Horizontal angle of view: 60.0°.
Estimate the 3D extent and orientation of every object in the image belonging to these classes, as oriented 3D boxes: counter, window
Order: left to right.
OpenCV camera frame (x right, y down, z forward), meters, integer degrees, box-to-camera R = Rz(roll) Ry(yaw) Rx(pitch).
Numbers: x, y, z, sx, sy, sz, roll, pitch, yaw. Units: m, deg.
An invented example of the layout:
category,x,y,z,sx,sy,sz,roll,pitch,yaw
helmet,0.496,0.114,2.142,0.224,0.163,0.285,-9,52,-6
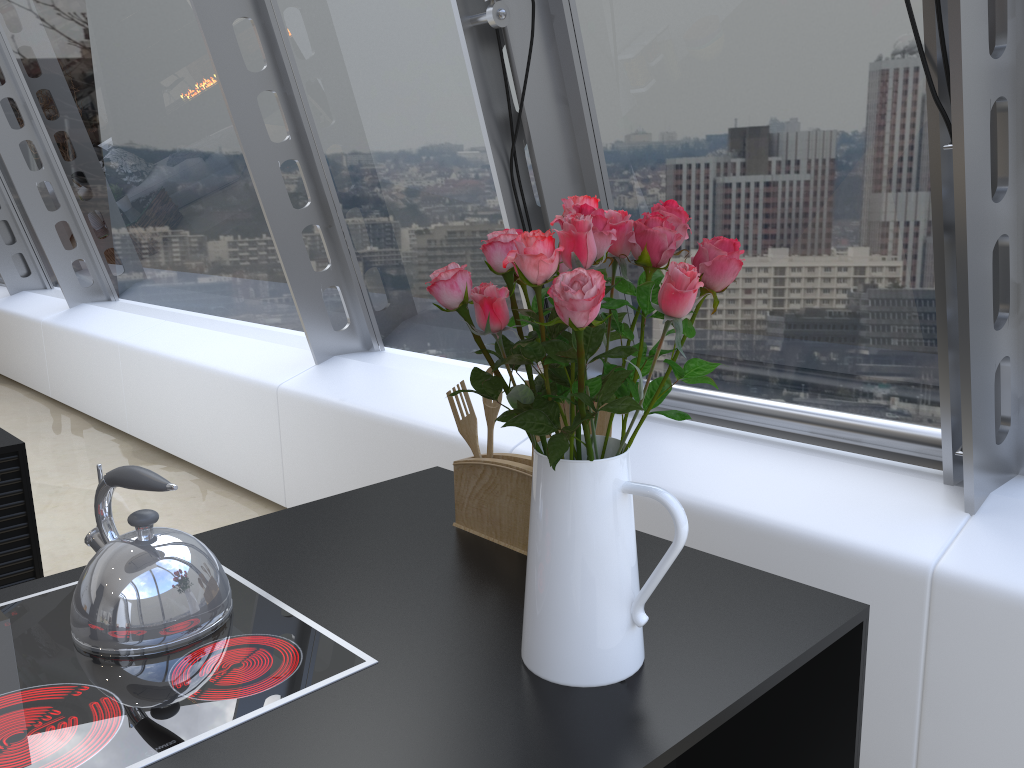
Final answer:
category,x,y,z,sx,sy,sz,roll,pitch,yaw
window,-7.538,0.056,0.617,16.171,3.674,16.693,9,15,39
counter,-1.202,0.565,0.383,3.800,0.018,1.006,-12,16,-42
counter,-2.890,0.406,1.329,3.738,0.025,0.804,-12,16,-42

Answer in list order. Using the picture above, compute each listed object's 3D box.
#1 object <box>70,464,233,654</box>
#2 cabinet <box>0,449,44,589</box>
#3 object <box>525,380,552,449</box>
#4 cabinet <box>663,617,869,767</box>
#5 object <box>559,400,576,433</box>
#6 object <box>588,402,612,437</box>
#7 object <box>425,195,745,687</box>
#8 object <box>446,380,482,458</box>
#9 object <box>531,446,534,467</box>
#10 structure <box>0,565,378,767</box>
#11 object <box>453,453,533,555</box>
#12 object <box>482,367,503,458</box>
category,x,y,z,sx,sy,sz,roll,pitch,yaw
object,-0.529,0.231,1.283,0.221,0.230,0.221,-4,12,-11
cabinet,-3.419,-0.076,0.729,5.157,2.901,0.831,-12,16,-42
object,0.050,0.141,1.481,0.019,0.299,0.057,-12,16,-41
cabinet,-1.192,0.983,0.472,3.800,0.838,1.007,-12,16,-42
object,0.095,0.150,1.437,0.039,0.298,0.068,-12,16,-41
object,0.133,0.153,1.421,0.030,0.294,0.057,-12,16,-41
object,0.091,0.068,1.109,0.327,0.596,0.350,-10,15,-35
object,-0.065,0.129,1.634,0.016,0.259,0.199,-9,14,-31
object,0.041,0.133,1.519,0.040,0.299,0.061,-13,17,-43
structure,-0.600,0.397,1.155,0.640,0.041,0.562,-12,16,-42
object,0.035,0.212,1.529,0.084,0.157,0.353,-12,16,-41
object,-0.039,0.116,1.605,0.027,0.299,0.055,-12,16,-41
